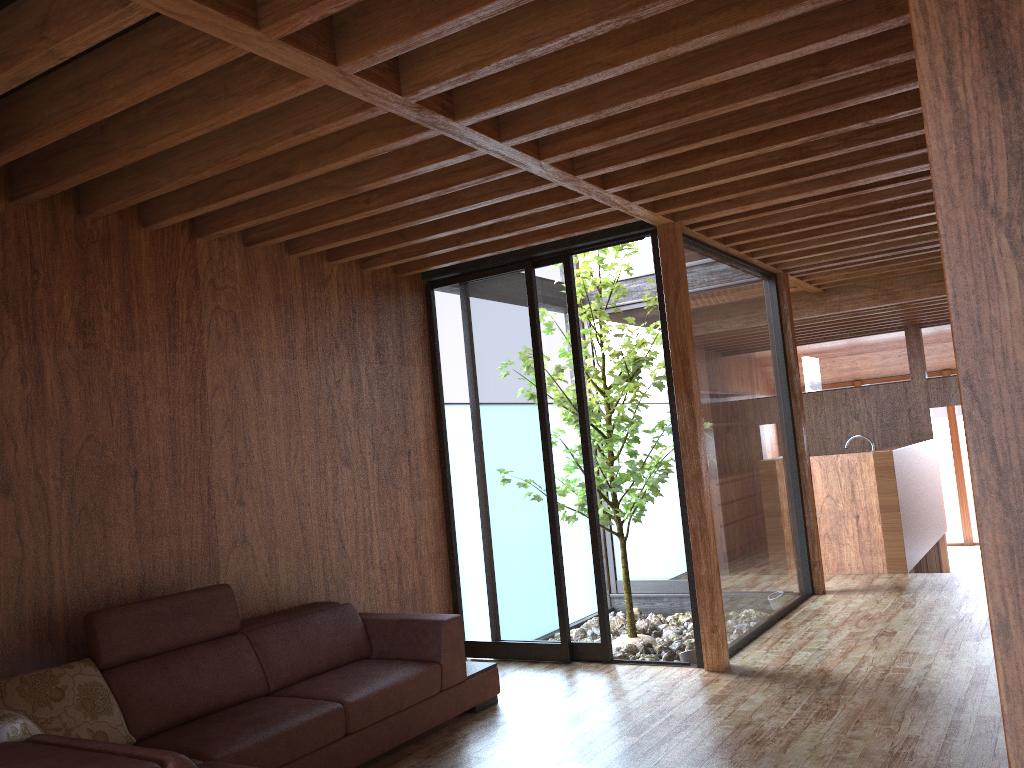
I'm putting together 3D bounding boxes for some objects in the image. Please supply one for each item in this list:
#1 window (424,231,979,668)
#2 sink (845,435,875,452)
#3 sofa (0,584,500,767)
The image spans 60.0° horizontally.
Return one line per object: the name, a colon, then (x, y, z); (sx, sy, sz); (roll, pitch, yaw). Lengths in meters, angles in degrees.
window: (1.502, -0.732, 4.982); (4.076, 5.129, 14.069); (-8, -5, 31)
sink: (3.233, 0.658, 8.067); (0.554, 0.423, 2.476); (-8, -5, 32)
sofa: (-0.693, 1.126, 3.207); (1.688, 0.759, 2.523); (-8, -5, 31)
